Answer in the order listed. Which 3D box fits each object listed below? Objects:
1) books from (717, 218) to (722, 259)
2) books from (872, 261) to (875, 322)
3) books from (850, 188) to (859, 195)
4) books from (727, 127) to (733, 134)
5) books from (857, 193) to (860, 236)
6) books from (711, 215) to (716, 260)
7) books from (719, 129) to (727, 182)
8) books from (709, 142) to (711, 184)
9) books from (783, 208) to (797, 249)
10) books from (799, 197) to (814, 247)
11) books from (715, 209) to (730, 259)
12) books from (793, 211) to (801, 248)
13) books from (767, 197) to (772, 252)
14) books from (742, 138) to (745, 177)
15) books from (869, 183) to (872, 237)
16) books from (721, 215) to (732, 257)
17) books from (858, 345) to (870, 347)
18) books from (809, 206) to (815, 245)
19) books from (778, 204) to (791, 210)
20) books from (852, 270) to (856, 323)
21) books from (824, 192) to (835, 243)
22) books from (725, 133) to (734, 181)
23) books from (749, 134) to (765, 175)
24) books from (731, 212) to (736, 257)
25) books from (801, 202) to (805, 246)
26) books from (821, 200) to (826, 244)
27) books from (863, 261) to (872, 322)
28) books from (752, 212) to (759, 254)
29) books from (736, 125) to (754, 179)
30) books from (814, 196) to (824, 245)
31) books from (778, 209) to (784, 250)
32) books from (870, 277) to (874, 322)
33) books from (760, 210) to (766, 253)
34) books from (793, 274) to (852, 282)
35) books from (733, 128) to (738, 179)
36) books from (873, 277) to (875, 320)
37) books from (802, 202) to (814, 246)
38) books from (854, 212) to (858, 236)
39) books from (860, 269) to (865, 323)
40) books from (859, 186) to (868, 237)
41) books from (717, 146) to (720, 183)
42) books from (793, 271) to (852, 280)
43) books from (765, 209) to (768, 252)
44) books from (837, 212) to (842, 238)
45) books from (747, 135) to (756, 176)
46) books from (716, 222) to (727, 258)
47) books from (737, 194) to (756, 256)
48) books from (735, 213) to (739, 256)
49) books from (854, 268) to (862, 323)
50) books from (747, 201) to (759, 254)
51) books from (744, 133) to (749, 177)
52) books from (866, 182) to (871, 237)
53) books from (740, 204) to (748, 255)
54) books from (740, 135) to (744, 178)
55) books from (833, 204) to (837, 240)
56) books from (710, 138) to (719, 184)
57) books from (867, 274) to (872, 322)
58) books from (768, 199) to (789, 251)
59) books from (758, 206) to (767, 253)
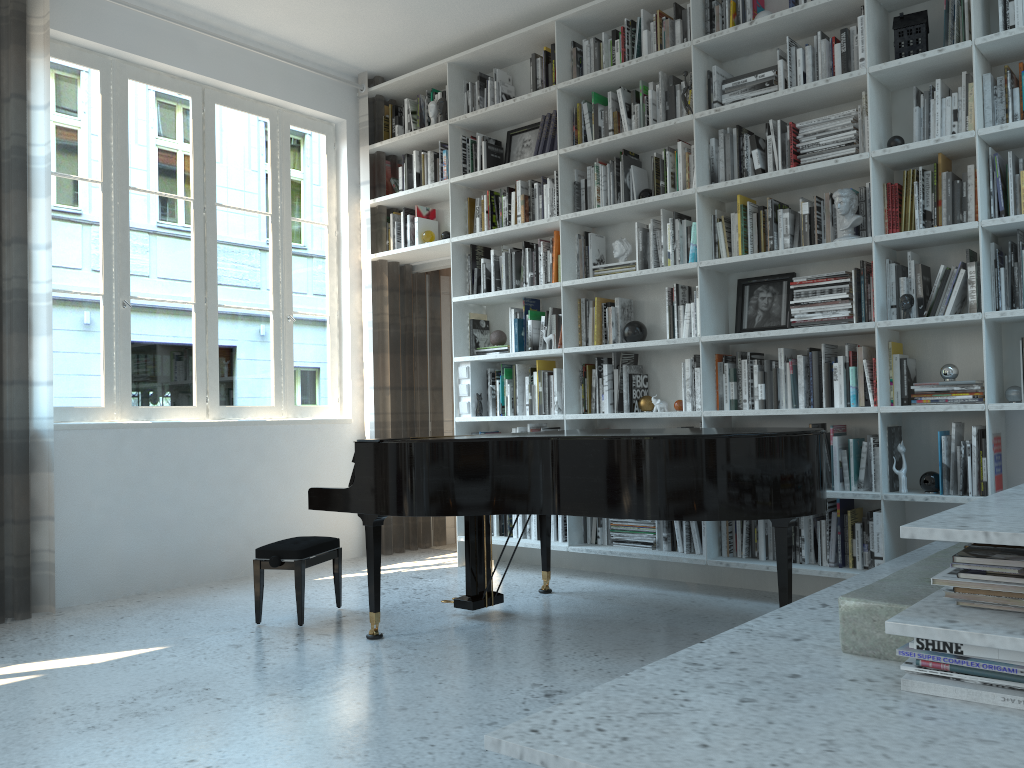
[{"bbox_3d":[1.084,-0.716,4.514,0.011,0.235,0.142,-3,-2,40],"label":"books"},{"bbox_3d":[1.661,-0.404,3.997,0.011,0.279,0.186,-3,-2,40],"label":"books"},{"bbox_3d":[1.587,-0.758,4.085,0.014,0.263,0.135,-3,-2,40],"label":"books"},{"bbox_3d":[1.128,-1.126,4.478,0.014,0.313,0.133,-3,-2,40],"label":"books"},{"bbox_3d":[1.615,-0.748,4.072,0.021,0.242,0.103,-3,-2,40],"label":"books"},{"bbox_3d":[1.062,-0.724,4.522,0.012,0.254,0.161,-3,-2,40],"label":"books"},{"bbox_3d":[1.100,-1.117,4.477,0.026,0.297,0.179,-3,-2,40],"label":"books"},{"bbox_3d":[1.054,-1.092,4.532,0.012,0.254,0.161,-3,-2,40],"label":"books"},{"bbox_3d":[1.354,-0.721,4.264,0.030,0.215,0.168,-3,-2,40],"label":"books"},{"bbox_3d":[1.410,-0.746,4.220,0.014,0.258,0.161,-3,-2,40],"label":"books"},{"bbox_3d":[1.077,-0.738,4.522,0.010,0.282,0.140,-3,-2,40],"label":"books"},{"bbox_3d":[1.392,-0.715,4.247,0.050,0.199,0.145,-3,-2,40],"label":"books"},{"bbox_3d":[1.288,-0.752,4.319,0.013,0.283,0.176,-3,-2,40],"label":"books"},{"bbox_3d":[1.188,-1.090,4.410,0.014,0.233,0.147,-3,-2,40],"label":"books"},{"bbox_3d":[1.651,-0.764,4.011,0.014,0.266,0.154,-3,-2,40],"label":"books"},{"bbox_3d":[1.114,-0.721,4.471,0.042,0.242,0.162,-3,-2,40],"label":"books"},{"bbox_3d":[1.616,-0.036,4.062,0.010,0.284,0.132,-3,-2,40],"label":"books"},{"bbox_3d":[1.448,-0.720,4.171,0.029,0.200,0.178,-3,-2,40],"label":"books"},{"bbox_3d":[1.327,-0.738,4.303,0.011,0.251,0.130,-3,-2,40],"label":"books"},{"bbox_3d":[1.595,-0.387,4.059,0.012,0.254,0.161,-3,-2,40],"label":"books"},{"bbox_3d":[1.501,-0.752,4.136,0.025,0.258,0.150,-3,-2,40],"label":"books"},{"bbox_3d":[1.126,-1.103,4.445,0.025,0.266,0.185,-3,-2,40],"label":"books"},{"bbox_3d":[1.233,-1.094,4.361,0.066,0.236,0.153,-3,-2,40],"label":"books"},{"bbox_3d":[1.146,-0.726,4.456,0.026,0.248,0.139,-3,-2,40],"label":"books"},{"bbox_3d":[1.417,-0.735,4.209,0.010,0.234,0.175,-3,-2,40],"label":"books"},{"bbox_3d":[1.494,-0.736,4.166,0.025,0.230,0.143,-3,-2,40],"label":"books"},{"bbox_3d":[1.635,-0.406,4.035,0.011,0.288,0.152,-3,-2,40],"label":"books"},{"bbox_3d":[1.233,-0.721,4.383,0.024,0.228,0.147,-3,-2,40],"label":"books"},{"bbox_3d":[1.168,-1.122,4.423,0.011,0.300,0.179,-3,-2,40],"label":"books"},{"bbox_3d":[1.457,-0.743,4.150,0.012,0.245,0.186,-3,-2,40],"label":"books"},{"bbox_3d":[1.332,-0.721,4.281,0.024,0.216,0.175,-3,-2,40],"label":"books"},{"bbox_3d":[1.660,-0.372,4.019,0.021,0.217,0.132,-3,-2,40],"label":"books"},{"bbox_3d":[1.259,-0.723,4.342,0.012,0.228,0.169,-3,-2,40],"label":"books"},{"bbox_3d":[1.475,-0.488,4.164,0.254,0.012,0.161,-3,-3,37],"label":"books"},{"bbox_3d":[1.158,-1.119,4.442,0.029,0.295,0.151,-3,-2,40],"label":"books"},{"bbox_3d":[1.672,-0.380,3.974,0.034,0.229,0.199,-3,-2,40],"label":"books"},{"bbox_3d":[1.424,-0.731,4.188,0.029,0.224,0.185,-3,-2,40],"label":"books"},{"bbox_3d":[1.594,-0.730,4.072,0.012,0.205,0.145,-3,-2,40],"label":"books"},{"bbox_3d":[1.627,-0.389,4.043,0.013,0.256,0.162,-3,-2,40],"label":"books"},{"bbox_3d":[1.621,-0.758,4.044,0.025,0.259,0.130,-3,-2,40],"label":"books"},{"bbox_3d":[1.092,-1.081,4.506,0.027,0.228,0.147,-3,-2,40],"label":"books"},{"bbox_3d":[1.473,-0.501,4.163,0.254,0.012,0.161,-3,-3,44],"label":"books"},{"bbox_3d":[1.278,-0.727,4.336,0.025,0.236,0.137,-3,-2,40],"label":"books"},{"bbox_3d":[1.542,-0.754,4.114,0.024,0.259,0.126,-3,-2,40],"label":"books"},{"bbox_3d":[1.207,-1.094,4.391,0.011,0.239,0.147,-3,-2,40],"label":"books"},{"bbox_3d":[1.093,-0.704,4.474,0.053,0.208,0.156,-3,-2,40],"label":"books"},{"bbox_3d":[1.167,-0.764,4.391,0.014,0.317,0.188,-3,-2,40],"label":"books"},{"bbox_3d":[1.164,-0.723,4.434,0.029,0.240,0.155,-3,-2,40],"label":"books"},{"bbox_3d":[1.602,-0.391,4.049,0.011,0.260,0.184,-3,-2,40],"label":"books"},{"bbox_3d":[1.205,-0.747,4.377,0.010,0.280,0.170,-3,-2,40],"label":"books"},{"bbox_3d":[1.196,-1.099,4.398,0.014,0.250,0.172,-3,-2,40],"label":"books"},{"bbox_3d":[1.647,-0.769,4.036,0.025,0.279,0.108,-3,-2,40],"label":"books"},{"bbox_3d":[1.178,-0.739,4.380,0.015,0.266,0.189,-3,-2,40],"label":"books"},{"bbox_3d":[1.178,-1.098,4.418,0.011,0.252,0.153,-3,-2,40],"label":"books"},{"bbox_3d":[1.530,-0.726,4.133,0.022,0.206,0.114,-3,-2,40],"label":"books"},{"bbox_3d":[1.062,-1.100,4.512,0.026,0.267,0.170,-3,-2,40],"label":"books"},{"bbox_3d":[1.649,-0.378,4.032,0.013,0.232,0.134,-3,-2,40],"label":"books"},{"bbox_3d":[1.294,-0.745,4.295,0.028,0.267,0.190,-3,-2,40],"label":"books"},{"bbox_3d":[1.257,-0.737,4.371,0.028,0.259,0.134,-3,-2,40],"label":"books"}]
